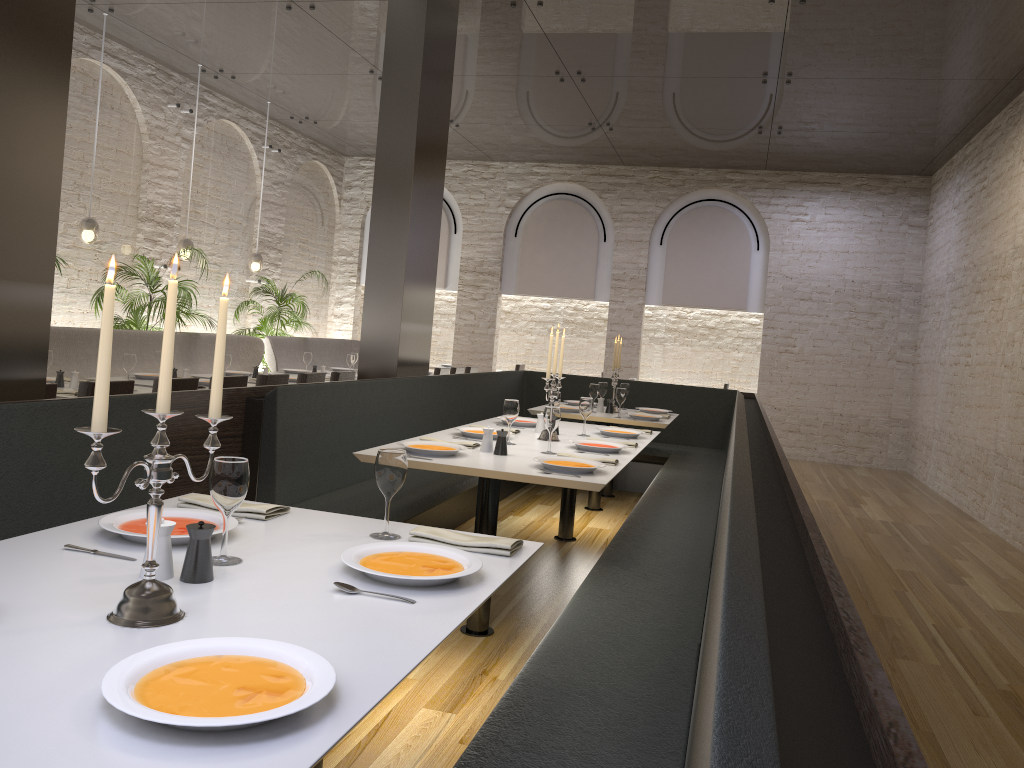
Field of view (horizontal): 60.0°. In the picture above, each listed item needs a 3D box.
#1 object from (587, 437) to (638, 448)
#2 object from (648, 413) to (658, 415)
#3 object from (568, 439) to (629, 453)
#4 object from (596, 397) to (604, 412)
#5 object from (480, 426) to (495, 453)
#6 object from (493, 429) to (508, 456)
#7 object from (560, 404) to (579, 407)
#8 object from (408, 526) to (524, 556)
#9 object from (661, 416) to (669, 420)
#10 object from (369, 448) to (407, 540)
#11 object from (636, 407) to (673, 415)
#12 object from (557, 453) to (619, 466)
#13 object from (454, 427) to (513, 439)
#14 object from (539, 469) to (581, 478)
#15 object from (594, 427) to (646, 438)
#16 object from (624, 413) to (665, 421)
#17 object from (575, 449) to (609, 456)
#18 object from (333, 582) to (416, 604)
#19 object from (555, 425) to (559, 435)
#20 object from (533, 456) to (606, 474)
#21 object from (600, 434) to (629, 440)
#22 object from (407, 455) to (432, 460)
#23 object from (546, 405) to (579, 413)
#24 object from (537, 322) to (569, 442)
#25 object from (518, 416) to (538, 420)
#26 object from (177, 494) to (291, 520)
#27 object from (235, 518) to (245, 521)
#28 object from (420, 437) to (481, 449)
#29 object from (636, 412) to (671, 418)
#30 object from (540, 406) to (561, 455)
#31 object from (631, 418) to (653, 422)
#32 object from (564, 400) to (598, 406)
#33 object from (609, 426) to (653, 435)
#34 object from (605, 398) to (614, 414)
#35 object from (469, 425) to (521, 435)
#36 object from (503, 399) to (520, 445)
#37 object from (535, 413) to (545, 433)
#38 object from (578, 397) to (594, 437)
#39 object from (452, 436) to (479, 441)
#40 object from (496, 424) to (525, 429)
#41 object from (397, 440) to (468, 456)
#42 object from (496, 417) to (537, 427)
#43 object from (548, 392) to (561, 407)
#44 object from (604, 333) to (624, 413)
[{"bbox_3d":[0.565,0.330,4.988,0.273,0.033,0.143,6,3,14],"label":"object"},{"bbox_3d":[1.175,0.251,7.478,0.181,0.015,0.038,6,3,16],"label":"object"},{"bbox_3d":[0.454,0.331,4.662,0.322,0.036,0.321,7,4,34],"label":"object"},{"bbox_3d":[0.729,0.173,7.295,0.068,0.126,0.069,4,1,-34],"label":"object"},{"bbox_3d":[-0.116,0.264,4.221,0.069,0.126,0.068,6,1,37],"label":"object"},{"bbox_3d":[-0.049,0.273,4.153,0.068,0.126,0.069,4,2,-44],"label":"object"},{"bbox_3d":[0.508,0.192,7.518,0.273,0.033,0.143,6,3,14],"label":"object"},{"bbox_3d":[-0.118,0.407,2.329,0.273,0.033,0.143,6,3,14],"label":"object"},{"bbox_3d":[1.132,0.261,7.191,0.273,0.033,0.143,6,3,14],"label":"object"},{"bbox_3d":[-0.325,0.289,2.340,0.086,0.231,0.086,5,1,26],"label":"object"},{"bbox_3d":[1.224,0.238,7.652,0.321,0.036,0.322,3,3,-27],"label":"object"},{"bbox_3d":[0.360,0.355,4.190,0.273,0.033,0.143,6,3,14],"label":"object"},{"bbox_3d":[-0.157,0.271,4.822,0.322,0.036,0.321,7,4,34],"label":"object"},{"bbox_3d":[0.196,0.370,3.676,0.181,0.015,0.038,6,3,16],"label":"object"},{"bbox_3d":[0.667,0.306,5.486,0.322,0.036,0.321,5,3,10],"label":"object"},{"bbox_3d":[1.038,0.260,6.929,0.321,0.036,0.322,4,3,-10],"label":"object"},{"bbox_3d":[0.402,0.345,4.473,0.181,0.015,0.038,6,3,16],"label":"object"},{"bbox_3d":[-0.283,0.428,1.814,0.181,0.015,0.038,6,3,16],"label":"object"},{"bbox_3d":[0.251,0.241,5.246,0.069,0.126,0.069,5,1,8],"label":"object"},{"bbox_3d":[0.248,0.356,3.861,0.321,0.036,0.322,4,3,-10],"label":"object"},{"bbox_3d":[0.616,0.319,5.306,0.181,0.015,0.038,6,3,16],"label":"object"},{"bbox_3d":[-0.426,0.312,3.813,0.185,0.010,0.017,6,3,14],"label":"object"},{"bbox_3d":[0.426,0.200,7.089,0.321,0.036,0.322,4,3,-10],"label":"object"},{"bbox_3d":[0.232,-0.015,4.920,0.132,0.656,0.390,5,1,25],"label":"object"},{"bbox_3d":[0.116,0.239,5.991,0.273,0.033,0.143,6,3,14],"label":"object"},{"bbox_3d":[-0.782,0.342,2.500,0.273,0.033,0.143,6,3,14],"label":"object"},{"bbox_3d":[-0.797,0.355,2.369,0.181,0.015,0.038,6,3,16],"label":"object"},{"bbox_3d":[-0.304,0.290,4.362,0.273,0.033,0.143,6,3,14],"label":"object"},{"bbox_3d":[1.171,0.257,7.341,0.273,0.033,0.143,6,3,14],"label":"object"},{"bbox_3d":[0.191,0.226,4.347,0.086,0.231,0.087,4,1,-34],"label":"object"},{"bbox_3d":[0.988,0.273,6.755,0.181,0.015,0.038,6,3,16],"label":"object"},{"bbox_3d":[0.612,0.178,7.812,0.322,0.036,0.321,5,3,10],"label":"object"},{"bbox_3d":[0.779,0.304,5.820,0.273,0.033,0.143,6,3,14],"label":"object"},{"bbox_3d":[0.800,0.181,7.251,0.068,0.126,0.069,4,1,-34],"label":"object"},{"bbox_3d":[-0.099,0.265,5.159,0.273,0.033,0.143,6,3,14],"label":"object"},{"bbox_3d":[-0.010,0.197,4.590,0.086,0.231,0.086,5,1,14],"label":"object"},{"bbox_3d":[0.172,0.233,5.270,0.069,0.126,0.069,5,1,8],"label":"object"},{"bbox_3d":[0.440,0.196,5.313,0.086,0.231,0.086,5,1,26],"label":"object"},{"bbox_3d":[-0.221,0.287,4.611,0.185,0.010,0.017,6,3,14],"label":"object"},{"bbox_3d":[-0.007,0.261,5.443,0.185,0.010,0.017,6,3,14],"label":"object"},{"bbox_3d":[-0.363,0.296,4.021,0.322,0.036,0.322,5,3,12],"label":"object"},{"bbox_3d":[0.055,0.246,5.646,0.322,0.036,0.321,5,3,10],"label":"object"},{"bbox_3d":[0.264,0.163,5.655,0.086,0.231,0.086,5,1,26],"label":"object"},{"bbox_3d":[0.863,-0.092,7.374,0.132,0.656,0.390,5,1,25],"label":"object"}]
